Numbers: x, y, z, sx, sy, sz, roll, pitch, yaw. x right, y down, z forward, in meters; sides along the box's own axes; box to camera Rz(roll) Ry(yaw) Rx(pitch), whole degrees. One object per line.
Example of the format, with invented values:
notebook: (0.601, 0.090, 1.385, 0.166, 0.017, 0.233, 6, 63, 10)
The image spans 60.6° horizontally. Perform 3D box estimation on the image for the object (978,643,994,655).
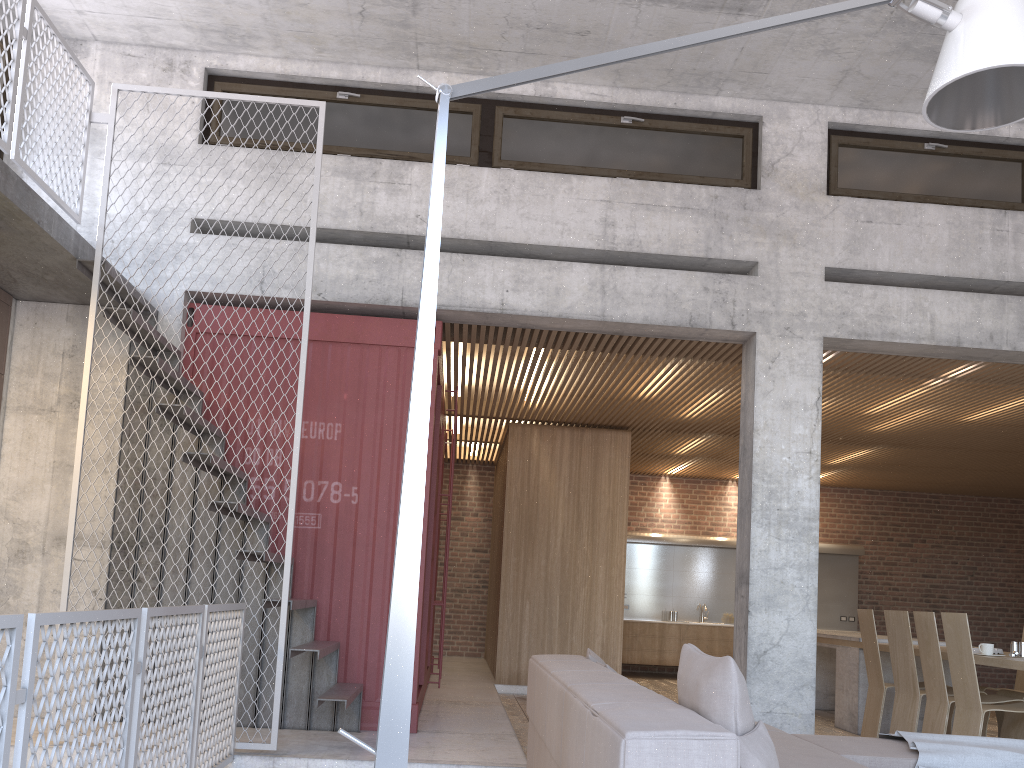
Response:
object: (3.607, 2.018, 6.663, 0.094, 0.086, 0.119, -5, -13, 40)

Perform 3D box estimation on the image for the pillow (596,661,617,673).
pillow: (0.554, 1.705, 4.803, 0.187, 0.351, 0.378, 4, -10, -3)

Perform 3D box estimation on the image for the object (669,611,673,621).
object: (2.499, 3.645, 13.766, 0.060, 0.156, 0.061, 2, -6, 12)

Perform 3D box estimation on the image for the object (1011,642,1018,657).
object: (3.808, 2.008, 6.645, 0.053, 0.107, 0.053, -3, -9, 41)

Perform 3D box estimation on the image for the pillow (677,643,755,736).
pillow: (0.696, 1.174, 2.969, 0.221, 0.546, 0.576, 3, -10, -1)

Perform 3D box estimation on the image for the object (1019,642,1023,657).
object: (3.845, 1.998, 6.599, 0.053, 0.110, 0.053, -3, -9, 41)

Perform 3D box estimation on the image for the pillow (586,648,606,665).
pillow: (0.510, 1.761, 5.196, 0.188, 0.359, 0.370, 3, -10, 2)

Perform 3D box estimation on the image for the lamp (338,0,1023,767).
lamp: (0.589, 0.165, 2.946, 2.638, 3.364, 0.765, 6, -6, -16)

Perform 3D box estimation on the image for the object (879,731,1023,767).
object: (2.797, 2.137, 4.623, 1.595, 0.493, 1.069, 0, -13, 15)

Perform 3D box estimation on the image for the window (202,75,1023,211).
window: (1.854, -1.790, 6.952, 8.438, 0.600, 0.115, 4, -6, -3)

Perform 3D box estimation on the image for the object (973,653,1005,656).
object: (3.613, 2.062, 6.670, 0.186, 0.013, 0.189, 7, -14, -16)

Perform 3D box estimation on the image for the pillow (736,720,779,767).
pillow: (0.740, 1.231, 2.667, 0.151, 0.369, 0.376, -1, -10, 29)

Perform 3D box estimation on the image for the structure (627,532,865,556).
structure: (3.640, 2.568, 14.095, 4.078, 0.154, 0.212, 4, -11, -3)

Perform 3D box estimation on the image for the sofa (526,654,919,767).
sofa: (1.675, 1.776, 3.937, 3.011, 0.770, 3.068, 4, -13, -3)

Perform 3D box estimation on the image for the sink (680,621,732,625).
sink: (3.048, 3.827, 13.684, 0.730, 0.188, 0.535, 4, -13, -3)

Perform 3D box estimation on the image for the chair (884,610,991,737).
chair: (3.462, 2.466, 7.166, 0.723, 1.173, 0.354, 4, -6, -6)

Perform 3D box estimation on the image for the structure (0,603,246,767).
structure: (-2.451, 1.198, 3.019, 1.926, 0.914, 4.532, 4, -13, -3)

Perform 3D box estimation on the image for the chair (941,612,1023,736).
chair: (3.450, 2.222, 6.155, 0.722, 1.173, 0.354, 3, -6, 0)

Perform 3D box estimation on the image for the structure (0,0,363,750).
structure: (-2.378, 0.012, 4.567, 3.038, 4.233, 3.759, 4, -9, -3)

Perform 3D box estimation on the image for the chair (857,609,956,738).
chair: (3.436, 2.586, 7.670, 0.722, 1.173, 0.354, 3, -6, 2)

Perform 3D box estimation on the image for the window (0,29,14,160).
window: (-3.652, -2.076, 4.628, 0.110, 1.709, 3.649, 3, -12, -3)

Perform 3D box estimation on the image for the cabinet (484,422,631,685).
cabinet: (0.521, 2.467, 12.293, 1.518, 3.064, 3.839, 3, -10, -3)

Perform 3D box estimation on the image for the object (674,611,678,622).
object: (2.569, 3.650, 13.770, 0.060, 0.156, 0.061, 2, -6, 12)

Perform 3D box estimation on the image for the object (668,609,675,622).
object: (2.535, 3.629, 13.769, 0.144, 0.207, 0.053, 4, -6, -3)

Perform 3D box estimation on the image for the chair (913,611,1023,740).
chair: (3.479, 2.345, 6.662, 0.722, 1.173, 0.354, 3, -6, 2)

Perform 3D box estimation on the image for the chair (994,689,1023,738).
chair: (4.428, 2.532, 7.225, 0.722, 1.173, 0.354, 4, -6, -3)

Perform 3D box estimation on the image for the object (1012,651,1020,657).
object: (3.786, 2.024, 6.583, 0.051, 0.044, 0.052, 0, -10, 15)

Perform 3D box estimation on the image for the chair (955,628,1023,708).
chair: (4.335, 2.648, 7.725, 0.723, 1.173, 0.354, 4, -6, -9)

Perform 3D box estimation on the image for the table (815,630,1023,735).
table: (3.797, 2.912, 8.366, 1.012, 0.901, 5.310, 4, -13, -3)

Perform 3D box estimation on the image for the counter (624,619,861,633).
counter: (3.585, 3.796, 13.756, 4.078, 0.020, 0.668, 4, -14, -3)

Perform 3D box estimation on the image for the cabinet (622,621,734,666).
cabinet: (3.590, 3.484, 14.000, 4.116, 2.039, 1.095, 4, -7, -3)

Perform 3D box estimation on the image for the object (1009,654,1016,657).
object: (3.763, 2.038, 6.592, 0.051, 0.019, 0.051, 8, -13, -20)

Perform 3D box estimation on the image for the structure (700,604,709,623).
structure: (3.073, 3.723, 13.911, 0.115, 0.467, 0.252, 3, -7, -3)
